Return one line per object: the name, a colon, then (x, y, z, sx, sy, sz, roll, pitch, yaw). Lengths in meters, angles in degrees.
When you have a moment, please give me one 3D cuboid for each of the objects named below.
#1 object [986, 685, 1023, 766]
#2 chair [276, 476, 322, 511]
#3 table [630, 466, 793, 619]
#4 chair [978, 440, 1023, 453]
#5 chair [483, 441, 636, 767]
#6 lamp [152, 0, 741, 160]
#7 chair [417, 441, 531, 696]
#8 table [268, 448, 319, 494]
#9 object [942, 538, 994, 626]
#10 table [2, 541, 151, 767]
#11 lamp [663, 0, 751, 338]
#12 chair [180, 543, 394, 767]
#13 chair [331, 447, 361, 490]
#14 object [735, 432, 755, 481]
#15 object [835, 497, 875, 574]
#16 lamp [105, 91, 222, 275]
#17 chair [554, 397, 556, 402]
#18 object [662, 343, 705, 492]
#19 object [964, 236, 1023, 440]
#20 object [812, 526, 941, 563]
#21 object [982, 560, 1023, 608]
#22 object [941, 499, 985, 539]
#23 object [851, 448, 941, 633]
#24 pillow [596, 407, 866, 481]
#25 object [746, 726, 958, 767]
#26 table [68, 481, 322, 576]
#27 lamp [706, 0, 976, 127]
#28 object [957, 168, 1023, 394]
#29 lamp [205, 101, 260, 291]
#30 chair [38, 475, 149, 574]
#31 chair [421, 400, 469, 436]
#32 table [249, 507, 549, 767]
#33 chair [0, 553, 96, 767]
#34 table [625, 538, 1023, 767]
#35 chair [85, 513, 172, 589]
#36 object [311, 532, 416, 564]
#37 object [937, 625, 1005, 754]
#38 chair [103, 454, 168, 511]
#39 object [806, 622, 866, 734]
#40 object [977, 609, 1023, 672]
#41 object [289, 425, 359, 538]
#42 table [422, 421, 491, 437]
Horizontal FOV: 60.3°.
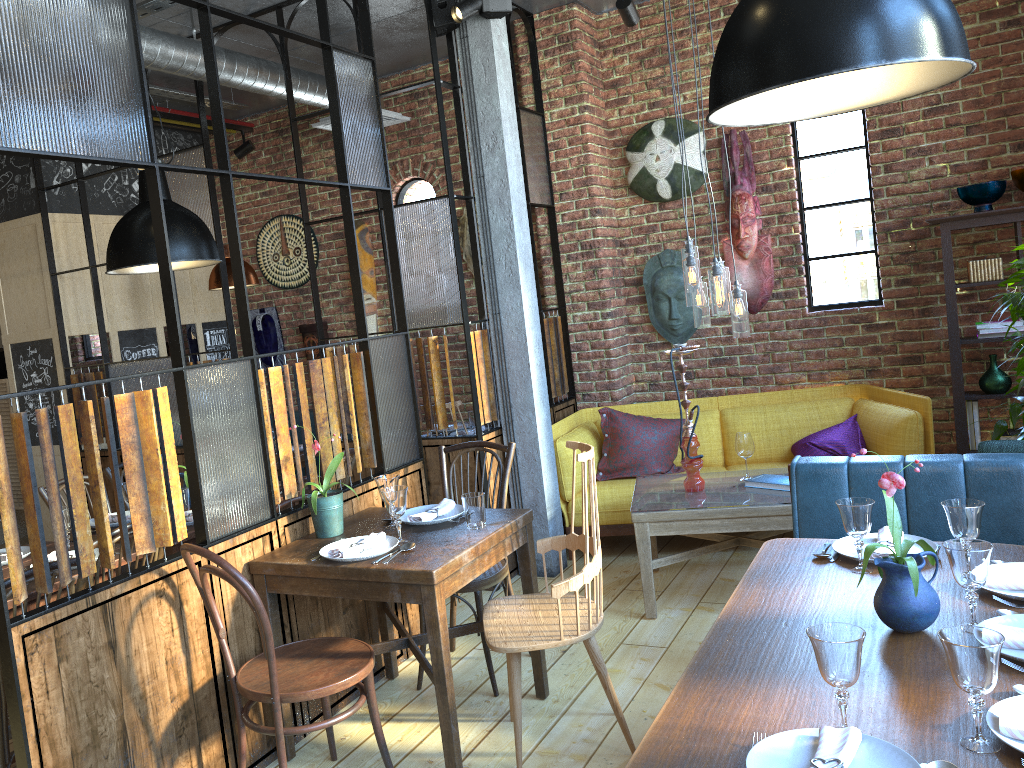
object: (0.958, 0.573, 1.486, 0.281, 0.051, 0.312, -4, 6, 31)
chair: (-0.990, 0.832, 3.693, 0.575, 0.918, 0.419, -3, 5, 45)
table: (1.084, 0.737, 4.202, 0.957, 0.507, 0.735, -6, 5, 14)
chair: (1.973, 0.413, 3.322, 0.774, 1.095, 1.078, -10, 5, -38)
chair: (0.118, 0.725, 2.979, 0.451, 1.003, 0.536, -7, 4, -1)
lamp: (-2.755, -1.558, 3.674, 6.515, 0.273, 6.961, -4, 6, 28)
chair: (-0.189, 0.735, 3.673, 0.419, 0.913, 0.505, -5, 4, 23)
table: (-1.825, 0.835, 6.456, 0.773, 0.601, 0.716, -4, 5, 28)
object: (1.018, 0.450, 1.954, 0.094, 0.191, 0.102, -9, 4, -32)
table: (-1.913, 1.087, 3.240, 0.757, 0.726, 0.993, -5, 5, 28)
lamp: (0.754, -1.255, 4.209, 0.276, 2.115, 0.525, -9, 4, -37)
chair: (-0.695, 0.884, 2.757, 0.526, 0.918, 0.458, -10, 5, -40)
chair: (-0.965, 0.782, 4.184, 0.533, 0.913, 0.397, -6, 4, 14)
object: (1.136, 0.351, 4.289, 0.088, 0.228, 0.094, -8, 4, -24)
object: (0.946, 0.415, 2.409, 0.094, 0.191, 0.102, -9, 4, -32)
lamp: (-1.698, -1.198, 4.079, 0.554, 1.323, 0.506, -4, 5, 41)
chair: (0.129, 0.467, 6.086, 0.526, 0.918, 0.458, -10, 5, -40)
object: (0.820, 0.164, 4.145, 0.174, 0.702, 0.253, -6, 4, 19)
object: (2.441, 0.087, 3.883, 0.735, 1.525, 0.850, -6, 4, 7)
object: (1.048, 0.463, 2.531, 0.339, 0.051, 0.259, -4, 6, 32)
object: (1.276, 0.470, 2.153, 0.281, 0.051, 0.312, -4, 6, 31)
object: (1.170, 0.401, 2.271, 0.094, 0.191, 0.102, -9, 4, -32)
object: (0.882, 0.343, 1.998, 0.208, 0.430, 0.143, -10, 5, -43)
pillow: (1.237, 0.296, 5.160, 1.536, 0.452, 0.390, -5, 4, 18)
object: (0.542, 0.629, 1.439, 0.339, 0.051, 0.259, -4, 6, 32)
table: (-1.435, 0.936, 4.209, 0.757, 0.726, 0.993, -5, 5, 28)
lamp: (0.620, -1.276, 1.871, 0.506, 1.323, 0.554, -10, 5, -44)
object: (2.719, -0.237, 4.627, 0.631, 1.757, 0.316, -5, 4, 24)
lamp: (-2.091, -1.360, 6.358, 0.380, 1.332, 0.357, -5, 4, 21)
chair: (-1.907, 0.893, 4.241, 0.542, 0.913, 0.390, -5, 4, 28)
chair: (-0.335, 0.584, 5.065, 0.549, 1.003, 0.441, -6, 4, 15)
table: (-0.377, 0.901, 3.207, 0.780, 0.725, 0.723, -5, 5, 28)
chair: (-1.537, 0.990, 2.727, 0.544, 0.913, 0.389, -4, 4, 33)
table: (0.899, 0.893, 1.967, 0.856, 0.659, 1.483, -5, 6, 27)
chair: (-1.463, 0.938, 3.180, 0.544, 0.913, 0.389, -4, 4, 33)
object: (-0.502, 0.546, 2.970, 0.339, 0.051, 0.259, -4, 6, 32)
object: (0.788, 0.521, 1.498, 0.094, 0.191, 0.102, -9, 4, -32)
chair: (-1.774, 0.840, 4.623, 0.544, 0.913, 0.389, -4, 4, 33)
object: (0.590, 0.538, 1.581, 0.094, 0.191, 0.102, -9, 4, -32)
object: (1.119, 0.520, 1.835, 0.281, 0.051, 0.312, -4, 6, 31)
object: (-0.695, 0.351, 3.292, 0.201, 0.426, 0.144, -9, 4, -27)
table: (-0.143, 0.647, 5.594, 0.780, 0.725, 0.723, -5, 5, 28)
